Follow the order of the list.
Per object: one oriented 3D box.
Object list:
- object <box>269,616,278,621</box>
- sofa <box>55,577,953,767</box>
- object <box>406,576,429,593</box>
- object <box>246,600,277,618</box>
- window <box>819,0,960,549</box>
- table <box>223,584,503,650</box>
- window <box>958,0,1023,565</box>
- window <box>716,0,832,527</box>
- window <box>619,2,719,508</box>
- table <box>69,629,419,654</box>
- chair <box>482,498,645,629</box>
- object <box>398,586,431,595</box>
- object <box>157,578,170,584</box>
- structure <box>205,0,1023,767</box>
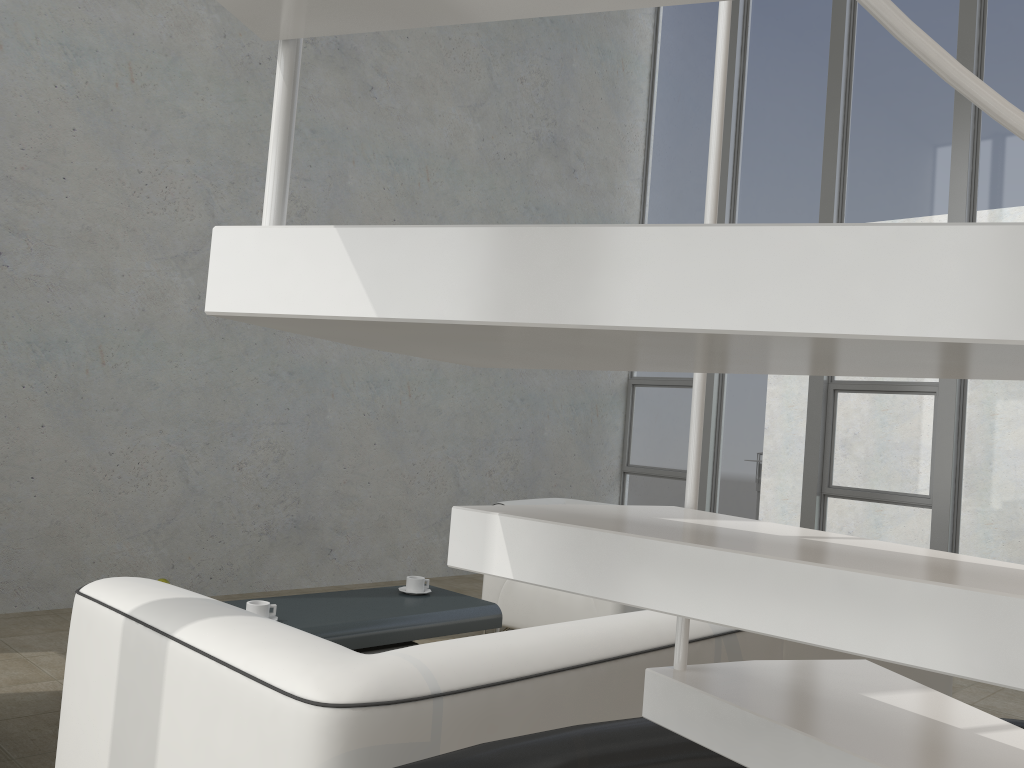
[{"bbox_3d":[-0.833,0.770,2.896,0.136,0.014,0.130,6,-3,-30],"label":"object"},{"bbox_3d":[0.290,0.834,2.434,0.971,0.638,2.601,2,-4,44],"label":"sofa"},{"bbox_3d":[-0.385,0.815,3.601,0.090,0.057,0.075,4,-3,3],"label":"object"},{"bbox_3d":[-0.823,0.744,2.896,0.090,0.057,0.075,4,-3,3],"label":"object"},{"bbox_3d":[2.730,-1.236,6.333,0.800,5.700,0.050,2,-4,44],"label":"window"},{"bbox_3d":[-0.731,0.994,3.156,0.532,0.390,1.420,2,-4,44],"label":"table"},{"bbox_3d":[3.393,-1.215,5.705,0.741,5.650,0.010,2,-4,44],"label":"window"},{"bbox_3d":[2.088,-1.253,6.983,0.741,5.650,0.010,2,-4,44],"label":"window"},{"bbox_3d":[1.425,-1.273,7.612,0.800,5.700,0.050,2,-4,44],"label":"window"},{"bbox_3d":[-0.966,1.035,3.203,0.929,0.276,0.901,2,-4,44],"label":"table"},{"bbox_3d":[0.382,0.956,4.639,0.829,0.635,0.720,3,-4,34],"label":"chair"},{"bbox_3d":[-0.394,0.841,3.600,0.136,0.014,0.130,6,-3,-30],"label":"object"},{"bbox_3d":[-1.275,0.736,3.231,0.055,0.056,0.055,2,-4,44],"label":"object"},{"bbox_3d":[3.209,0.925,0.738,4.916,6.900,6.700,2,-4,44],"label":"structure"}]
